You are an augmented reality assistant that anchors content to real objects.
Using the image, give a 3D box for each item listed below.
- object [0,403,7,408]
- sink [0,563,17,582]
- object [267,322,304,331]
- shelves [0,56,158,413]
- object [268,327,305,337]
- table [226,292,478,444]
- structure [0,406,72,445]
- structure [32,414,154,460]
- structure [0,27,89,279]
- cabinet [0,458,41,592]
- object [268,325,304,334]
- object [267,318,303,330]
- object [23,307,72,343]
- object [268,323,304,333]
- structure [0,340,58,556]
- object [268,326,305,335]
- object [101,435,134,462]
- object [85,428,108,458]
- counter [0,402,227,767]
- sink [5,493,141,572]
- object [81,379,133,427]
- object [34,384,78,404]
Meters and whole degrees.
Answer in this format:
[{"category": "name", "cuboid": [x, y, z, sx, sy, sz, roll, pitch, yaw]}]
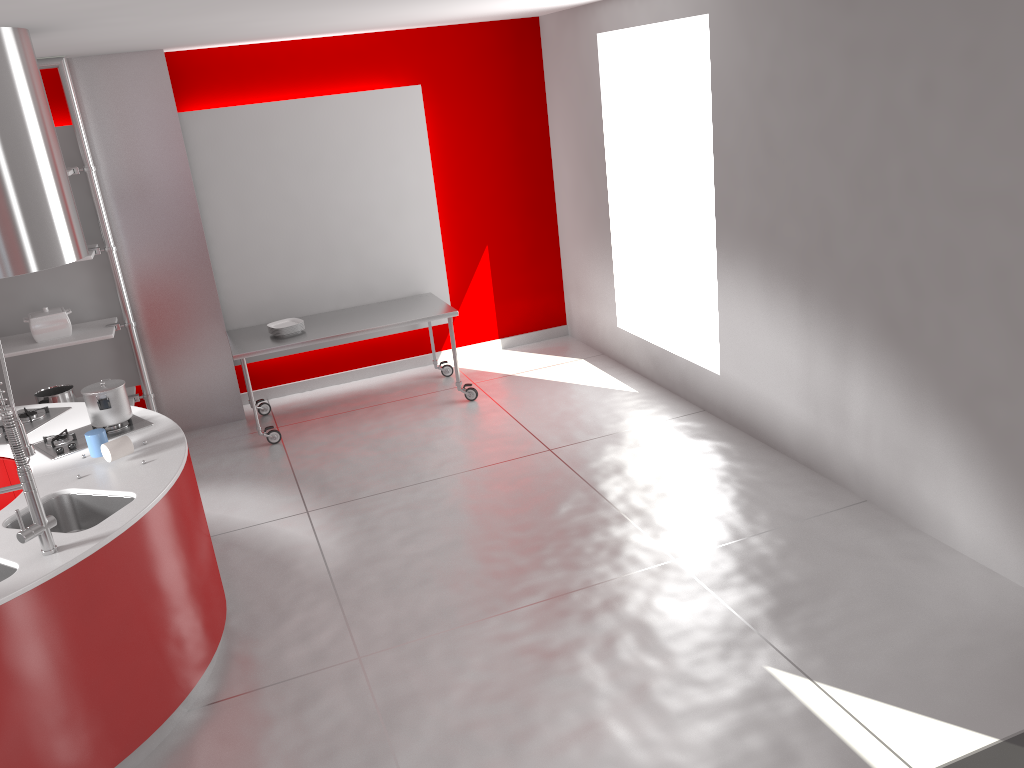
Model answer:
[{"category": "object", "cuboid": [-3.365, 0.215, 5.766, 0.196, 0.122, 0.182, 4, 22, 28]}, {"category": "sink", "cuboid": [-1.817, 0.730, 2.896, 0.428, 0.172, 0.326, 5, 23, 31]}, {"category": "object", "cuboid": [-1.569, -0.403, 6.151, 0.228, 0.020, 0.228, -20, 24, -34]}, {"category": "shelves", "cuboid": [-3.364, -0.588, 5.545, 1.735, 2.599, 0.535, -13, 20, -17]}, {"category": "object", "cuboid": [-1.565, -0.365, 6.165, 0.228, 0.020, 0.228, -20, 24, -34]}, {"category": "table", "cuboid": [-1.157, -0.135, 6.442, 1.627, 0.682, 0.749, -12, 20, -16]}, {"category": "structure", "cuboid": [-2.379, 0.186, 4.245, 0.303, 0.037, 0.457, -3, 20, 11]}, {"category": "structure", "cuboid": [-1.900, 0.214, 4.008, 0.303, 0.037, 0.457, 13, 27, 43]}, {"category": "structure", "cuboid": [-2.262, -0.960, 3.752, 0.644, 0.958, 0.644, 8, 24, 35]}, {"category": "cabinet", "cuboid": [-2.523, 1.011, 3.242, 1.025, 0.761, 1.875, 3, 21, 25]}, {"category": "object", "cuboid": [-1.567, -0.384, 6.158, 0.228, 0.020, 0.228, -20, 24, -34]}, {"category": "object", "cuboid": [-1.570, -0.413, 6.148, 0.228, 0.020, 0.228, -20, 24, -34]}, {"category": "object", "cuboid": [-2.995, -0.400, 5.739, 0.282, 0.197, 0.235, -17, 22, -27]}, {"category": "object", "cuboid": [-1.568, -0.394, 6.155, 0.228, 0.020, 0.228, -20, 24, -34]}, {"category": "structure", "cuboid": [-1.650, 0.125, 2.846, 0.178, 0.920, 0.308, 2, 21, 24]}, {"category": "object", "cuboid": [-1.566, -0.375, 6.162, 0.228, 0.020, 0.228, -20, 24, -34]}, {"category": "object", "cuboid": [-1.631, 0.264, 3.651, 0.109, 0.080, 0.100, 10, 25, 39]}, {"category": "object", "cuboid": [-1.742, 0.244, 3.717, 0.109, 0.100, 0.080, 12, 26, 41]}, {"category": "counter", "cuboid": [-2.254, 0.995, 3.295, 1.868, 0.880, 2.865, -1, 20, 14]}, {"category": "sink", "cuboid": [-1.617, 0.562, 3.307, 0.428, 0.172, 0.326, 1, 21, 19]}, {"category": "object", "cuboid": [-1.841, 0.081, 4.034, 0.218, 0.185, 0.189, 6, 23, 32]}, {"category": "object", "cuboid": [-3.005, 0.119, 5.862, 0.240, 0.161, 0.259, -20, 23, -33]}]
